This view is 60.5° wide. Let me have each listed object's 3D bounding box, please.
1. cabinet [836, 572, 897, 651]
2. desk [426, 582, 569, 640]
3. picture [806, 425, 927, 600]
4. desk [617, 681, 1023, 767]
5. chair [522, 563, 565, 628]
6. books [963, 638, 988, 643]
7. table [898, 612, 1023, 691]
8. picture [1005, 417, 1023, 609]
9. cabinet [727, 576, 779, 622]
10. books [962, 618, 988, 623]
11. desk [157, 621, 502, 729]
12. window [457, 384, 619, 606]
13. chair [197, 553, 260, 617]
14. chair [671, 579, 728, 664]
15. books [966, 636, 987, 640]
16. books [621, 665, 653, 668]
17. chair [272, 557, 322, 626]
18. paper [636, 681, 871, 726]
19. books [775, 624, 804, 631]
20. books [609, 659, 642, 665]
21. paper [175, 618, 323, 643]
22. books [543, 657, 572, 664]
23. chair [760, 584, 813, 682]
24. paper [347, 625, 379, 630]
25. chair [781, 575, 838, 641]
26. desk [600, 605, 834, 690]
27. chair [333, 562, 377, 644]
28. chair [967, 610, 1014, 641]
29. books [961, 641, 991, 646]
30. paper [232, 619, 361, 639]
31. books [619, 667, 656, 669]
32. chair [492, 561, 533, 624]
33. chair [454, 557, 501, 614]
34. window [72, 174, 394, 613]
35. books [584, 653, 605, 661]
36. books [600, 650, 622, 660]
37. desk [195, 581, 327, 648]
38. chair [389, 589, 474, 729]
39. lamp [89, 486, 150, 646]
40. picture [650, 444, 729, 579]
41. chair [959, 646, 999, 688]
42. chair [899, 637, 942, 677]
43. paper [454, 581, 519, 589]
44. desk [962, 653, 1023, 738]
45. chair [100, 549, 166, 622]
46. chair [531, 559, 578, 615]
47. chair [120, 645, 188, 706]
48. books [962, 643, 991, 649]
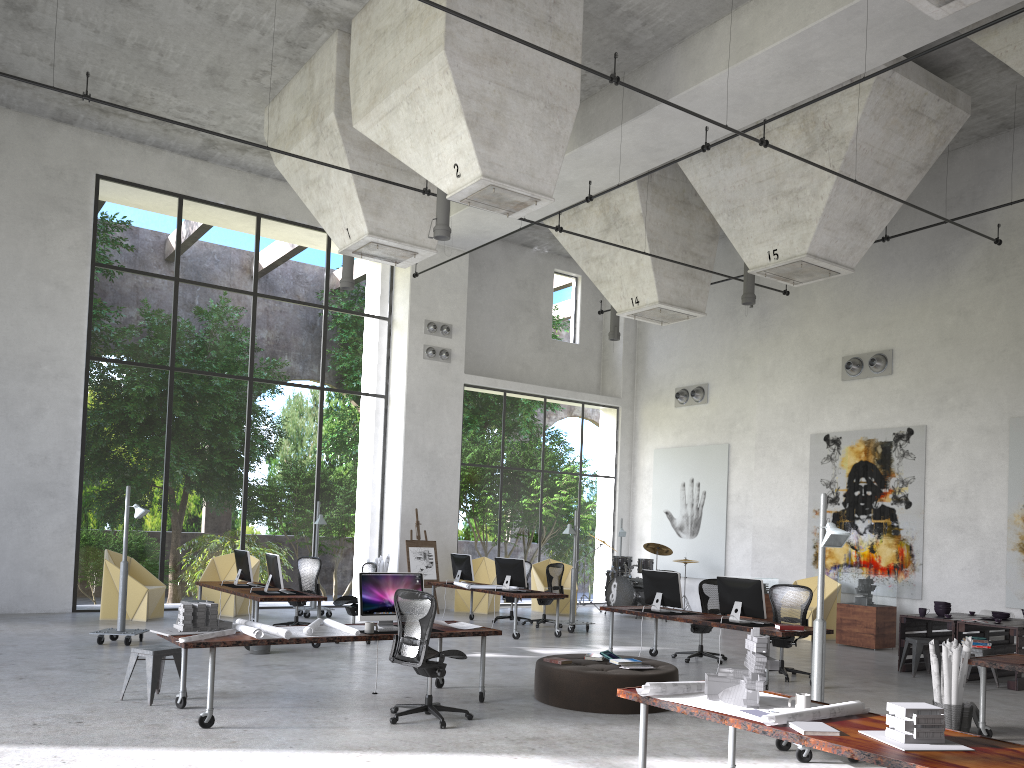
[{"bbox_3d":[6.030,3.851,14.944,0.597,1.248,0.745,4,-4,-34],"label":"cabinet"},{"bbox_3d":[-0.350,3.957,15.493,0.979,0.718,3.148,7,-10,-34],"label":"desk"},{"bbox_3d":[6.435,2.347,16.118,0.020,3.000,2.364,3,-4,-34],"label":"picture"},{"bbox_3d":[1.950,2.251,4.768,0.979,0.718,3.148,7,-10,-34],"label":"desk"},{"bbox_3d":[0.604,3.898,16.294,0.792,1.178,0.778,1,-4,19],"label":"chair"},{"bbox_3d":[5.887,3.257,11.154,0.254,0.032,0.177,-1,-10,16],"label":"books"},{"bbox_3d":[6.446,3.605,11.992,1.515,0.789,1.610,8,-10,-34],"label":"table"},{"bbox_3d":[8.537,1.922,13.089,0.020,3.001,2.226,3,-4,-34],"label":"picture"},{"bbox_3d":[4.654,4.287,17.164,0.747,1.007,0.738,5,-5,-34],"label":"cabinet"},{"bbox_3d":[6.094,3.112,11.575,0.304,0.030,0.226,-2,-10,23],"label":"books"},{"bbox_3d":[-1.672,2.721,8.423,3.149,0.719,0.979,9,-9,-34],"label":"desk"},{"bbox_3d":[0.684,2.714,20.440,4.588,4.863,0.020,6,-3,-35],"label":"window"},{"bbox_3d":[-5.228,3.669,16.202,0.978,1.162,0.944,1,-5,11],"label":"chair"},{"bbox_3d":[2.687,3.346,12.507,0.793,1.178,0.776,-1,-5,39],"label":"chair"},{"bbox_3d":[5.892,3.228,11.153,0.204,0.025,0.146,0,-9,11],"label":"books"},{"bbox_3d":[1.274,2.879,8.951,0.301,0.039,0.222,2,-9,0],"label":"books"},{"bbox_3d":[-3.449,3.397,14.259,0.770,1.177,0.800,1,-4,19],"label":"chair"},{"bbox_3d":[1.481,1.949,5.448,0.983,0.104,1.080,10,-12,-39],"label":"paper"},{"bbox_3d":[3.212,2.822,10.192,0.285,0.052,0.205,3,-9,-2],"label":"books"},{"bbox_3d":[1.195,2.916,9.221,0.285,0.033,0.199,6,-10,-21],"label":"books"},{"bbox_3d":[-2.220,2.240,8.041,0.891,0.102,1.956,2,-10,4],"label":"paper"},{"bbox_3d":[0.480,2.883,9.153,0.176,0.032,0.255,11,-13,-43],"label":"books"},{"bbox_3d":[3.507,3.171,11.273,0.770,1.177,0.800,0,-5,24],"label":"chair"},{"bbox_3d":[-1.420,2.419,8.719,0.487,0.001,0.432,6,-10,-24],"label":"paper"},{"bbox_3d":[5.435,4.065,16.051,0.939,1.162,0.983,6,-6,-36],"label":"chair"},{"bbox_3d":[2.492,3.376,11.354,0.979,0.718,3.148,7,-10,-34],"label":"desk"},{"bbox_3d":[-2.327,3.249,13.112,0.771,1.178,0.798,-2,-6,44],"label":"chair"},{"bbox_3d":[7.187,3.820,13.164,0.695,0.814,0.779,-2,-7,40],"label":"chair"},{"bbox_3d":[5.889,3.289,11.149,0.284,0.033,0.200,3,-9,-3],"label":"books"},{"bbox_3d":[-2.008,2.263,8.150,1.082,0.104,0.982,9,-11,-34],"label":"paper"},{"bbox_3d":[1.274,2.882,8.925,0.301,0.031,0.222,6,-10,-19],"label":"books"},{"bbox_3d":[0.044,3.943,16.695,0.770,1.177,0.800,2,-4,4],"label":"chair"},{"bbox_3d":[-0.726,4.251,18.613,0.978,1.162,0.944,1,-5,14],"label":"chair"},{"bbox_3d":[-5.154,0.529,17.269,5.995,7.804,0.067,5,-3,-35],"label":"window"},{"bbox_3d":[0.895,2.949,9.494,0.197,0.034,0.288,0,-10,11],"label":"books"},{"bbox_3d":[1.065,2.932,9.452,0.205,0.102,0.146,-5,-10,40],"label":"books"},{"bbox_3d":[-3.845,3.425,13.139,0.969,0.718,3.149,7,-10,-34],"label":"desk"},{"bbox_3d":[-0.770,2.456,8.008,0.770,1.177,0.799,0,-5,29],"label":"chair"},{"bbox_3d":[-5.288,2.462,11.983,0.596,2.140,0.582,2,-2,-2],"label":"lamp"},{"bbox_3d":[4.058,2.955,20.310,0.020,3.000,2.346,3,-4,-34],"label":"picture"},{"bbox_3d":[5.869,3.583,11.126,0.440,0.486,0.421,7,-7,-39],"label":"chair"},{"bbox_3d":[5.551,3.700,11.900,0.420,0.486,0.442,2,-5,0],"label":"chair"},{"bbox_3d":[-0.468,3.585,15.693,1.079,0.104,0.984,7,-10,-24],"label":"paper"},{"bbox_3d":[5.445,2.784,7.122,0.969,0.718,3.149,7,-10,-34],"label":"desk"},{"bbox_3d":[-6.458,3.399,14.878,0.934,1.162,0.989,2,-5,1],"label":"chair"},{"bbox_3d":[0.930,4.397,19.096,0.981,1.162,0.941,4,-5,-15],"label":"chair"},{"bbox_3d":[-3.390,2.753,8.348,0.420,0.486,0.441,0,-6,28],"label":"chair"},{"bbox_3d":[5.888,3.323,11.148,0.284,0.034,0.200,0,-9,11],"label":"books"}]
